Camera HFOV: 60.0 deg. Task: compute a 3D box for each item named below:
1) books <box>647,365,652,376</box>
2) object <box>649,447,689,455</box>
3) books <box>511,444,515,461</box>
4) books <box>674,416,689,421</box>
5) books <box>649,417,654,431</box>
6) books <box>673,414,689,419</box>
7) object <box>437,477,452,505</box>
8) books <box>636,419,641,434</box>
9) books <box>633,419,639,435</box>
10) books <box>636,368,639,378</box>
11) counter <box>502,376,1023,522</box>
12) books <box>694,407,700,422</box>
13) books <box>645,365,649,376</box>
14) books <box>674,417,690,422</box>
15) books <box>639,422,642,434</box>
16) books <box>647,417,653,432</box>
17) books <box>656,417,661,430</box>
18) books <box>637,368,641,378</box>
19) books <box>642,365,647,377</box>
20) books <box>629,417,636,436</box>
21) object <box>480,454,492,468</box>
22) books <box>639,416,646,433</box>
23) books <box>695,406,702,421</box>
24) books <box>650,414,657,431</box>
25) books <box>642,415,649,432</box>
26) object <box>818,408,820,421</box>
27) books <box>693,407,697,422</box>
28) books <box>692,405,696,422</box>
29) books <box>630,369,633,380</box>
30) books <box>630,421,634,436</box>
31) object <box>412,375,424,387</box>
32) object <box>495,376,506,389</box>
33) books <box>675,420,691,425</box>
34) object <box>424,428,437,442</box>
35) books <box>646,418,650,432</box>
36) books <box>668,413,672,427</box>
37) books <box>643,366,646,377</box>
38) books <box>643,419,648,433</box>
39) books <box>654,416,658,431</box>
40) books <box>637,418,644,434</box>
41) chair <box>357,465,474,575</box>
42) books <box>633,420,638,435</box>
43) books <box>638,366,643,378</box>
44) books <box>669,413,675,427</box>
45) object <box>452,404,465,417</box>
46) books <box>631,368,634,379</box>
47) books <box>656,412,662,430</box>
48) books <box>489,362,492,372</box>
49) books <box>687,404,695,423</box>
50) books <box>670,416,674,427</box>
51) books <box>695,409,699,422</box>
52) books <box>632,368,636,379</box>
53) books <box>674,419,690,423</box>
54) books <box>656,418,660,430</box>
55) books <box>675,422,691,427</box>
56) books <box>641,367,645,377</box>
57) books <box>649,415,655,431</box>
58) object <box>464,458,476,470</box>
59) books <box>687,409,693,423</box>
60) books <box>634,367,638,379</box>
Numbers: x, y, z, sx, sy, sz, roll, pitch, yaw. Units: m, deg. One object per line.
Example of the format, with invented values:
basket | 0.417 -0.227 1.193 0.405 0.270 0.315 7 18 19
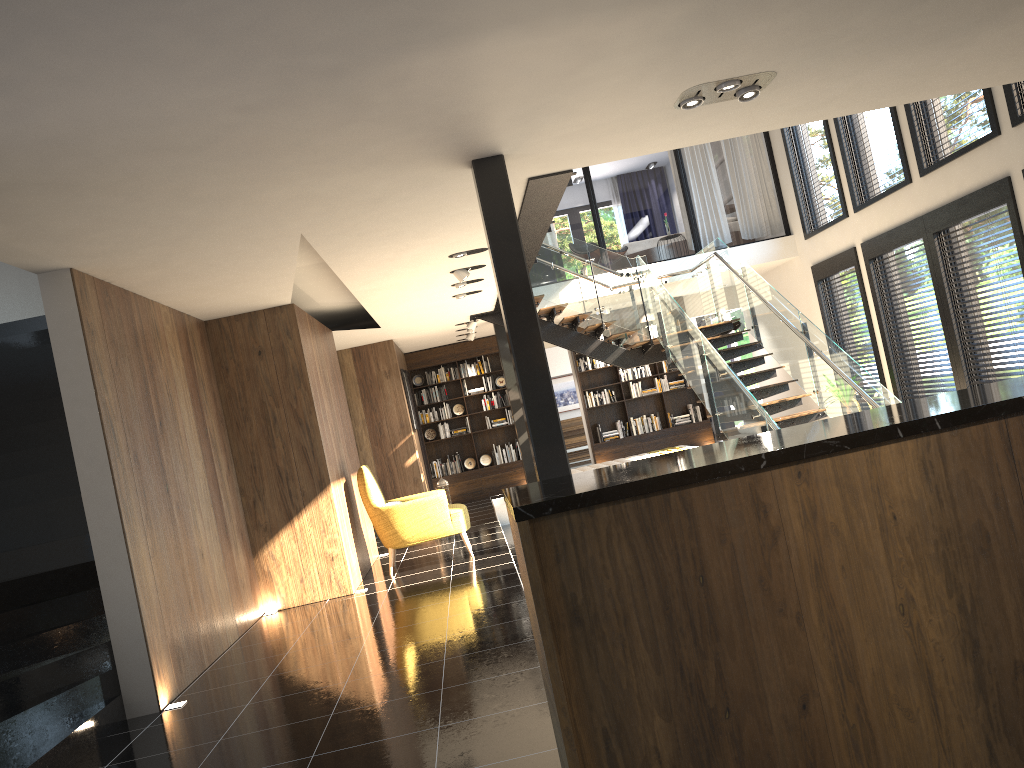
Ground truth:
books | 2.369 -0.244 15.424 0.046 0.219 0.145 -12 -1 -4
object | 2.306 1.204 12.980 0.466 0.510 1.167 -12 -2 -4
books | 0.014 1.177 15.256 0.011 0.300 0.154 -12 -1 -4
books | 2.935 0.597 15.413 0.251 0.026 0.148 -12 -2 -8
books | 2.404 0.701 15.367 0.029 0.250 0.142 -12 -1 -4
books | 2.930 0.569 15.399 0.288 0.030 0.175 -12 -2 1
object | -0.986 1.651 13.075 0.182 0.642 0.182 -12 -1 -4
books | 2.176 0.736 15.341 0.030 0.276 0.160 -12 -1 -4
books | 2.148 0.743 15.365 0.025 0.274 0.150 -12 -1 -4
books | 2.161 -0.179 15.404 0.021 0.176 0.161 -12 -2 -4
counter | 1.732 0.009 2.890 3.573 0.041 0.698 -12 -2 -3
books | 3.216 0.529 15.413 0.023 0.254 0.191 -12 -1 -4
books | 2.335 -0.238 15.419 0.024 0.220 0.148 -12 -1 -4
books | 2.940 0.621 15.402 0.263 0.024 0.167 -12 -2 -8
books | 2.209 0.760 15.354 0.025 0.214 0.170 -12 -1 -4
books | 2.373 0.705 15.363 0.034 0.255 0.194 -12 -1 -4
books | 2.536 0.686 15.381 0.026 0.227 0.129 -12 -1 -4
books | 2.195 -0.183 15.408 0.047 0.171 0.167 -12 -2 -4
books | 2.308 -0.225 15.437 0.030 0.208 0.119 -12 -1 -4
books | 2.087 0.736 15.333 0.035 0.312 0.160 -12 -1 -4
object | -0.448 1.314 15.198 0.212 0.222 0.082 -12 -1 -3
books | 2.258 0.708 15.367 0.032 0.298 0.169 -12 -1 -4
books | 3.237 0.514 15.407 0.025 0.274 0.205 -12 -1 -4
books | 2.453 0.668 15.370 0.025 0.294 0.177 -12 -1 -4
books | 2.313 0.692 15.365 0.032 0.305 0.155 -12 -1 -4
object | 4.338 0.476 11.381 0.876 1.337 0.831 -12 -1 -14
books | 3.170 0.532 15.421 0.023 0.267 0.147 -12 -1 -4
books | 3.141 0.515 15.410 0.027 0.311 0.149 -12 -1 -4
books | 2.058 -0.170 15.404 0.026 0.201 0.146 -12 -1 -4
books | 2.061 0.767 15.365 0.026 0.263 0.156 -12 -1 -4
object | -1.603 -0.053 15.181 0.212 0.222 0.082 -12 -1 -3
object | -0.184 -0.030 15.264 0.212 0.222 0.082 -12 -1 -3
books | 2.951 0.673 15.402 0.286 0.030 0.176 -12 -2 -5
object | -1.394 0.871 15.187 0.212 0.222 0.082 -12 -1 -3
books | 2.346 0.715 15.354 0.023 0.246 0.149 -12 -1 -4
books | 2.723 0.628 15.397 0.024 0.263 0.174 -12 -1 -4
books | 2.286 -0.211 15.409 0.024 0.187 0.148 -12 -1 -4
books | 2.292 0.722 15.344 0.025 0.255 0.202 -12 -1 -4
books | 2.484 0.684 15.359 0.028 0.250 0.162 -12 -1 -4
books | 2.229 0.723 15.366 0.031 0.280 0.141 -12 -1 -4
chair | -0.976 1.274 8.989 1.030 1.097 0.808 -12 -1 -5
books | 2.124 0.754 15.345 0.030 0.262 0.173 -12 -1 -4
books | 2.225 -0.238 15.402 0.032 0.265 0.149 -12 -1 -4
books | 2.776 0.629 15.378 0.026 0.238 0.159 -12 -1 -4
object | -0.915 0.447 15.227 0.212 0.222 0.082 -12 -1 -3
books | 2.080 -0.177 15.403 0.020 0.206 0.147 -12 -1 -4
books | 2.551 0.642 15.393 0.022 0.307 0.131 -12 -1 -4
books | -0.378 -0.295 15.322 0.022 0.195 0.136 -12 -1 -4
books | 3.112 0.514 15.407 0.030 0.325 0.195 -12 -1 -4
books | 2.755 0.654 15.384 0.025 0.199 0.149 -12 -1 -4
books | 3.195 0.543 15.419 0.022 0.234 0.178 -12 -1 -4
books | 2.102 -0.202 15.392 0.030 0.244 0.142 -12 -1 -4
books | 2.945 0.646 15.414 0.250 0.026 0.148 -12 -2 -7
books | 2.512 0.694 15.380 0.026 0.221 0.145 -12 -1 -4
books | 2.957 0.700 15.410 0.273 0.025 0.156 -12 -2 -6
books | 2.263 -0.202 15.397 0.027 0.179 0.164 -12 -2 -4
books | 2.429 0.681 15.362 0.028 0.280 0.155 -12 -1 -4
object | -0.717 1.371 15.186 0.212 0.222 0.082 -12 -1 -3
books | 3.094 0.558 15.403 0.026 0.246 0.149 -12 -1 -4
books | 2.133 -0.202 15.381 0.028 0.231 0.167 -12 -1 -4
